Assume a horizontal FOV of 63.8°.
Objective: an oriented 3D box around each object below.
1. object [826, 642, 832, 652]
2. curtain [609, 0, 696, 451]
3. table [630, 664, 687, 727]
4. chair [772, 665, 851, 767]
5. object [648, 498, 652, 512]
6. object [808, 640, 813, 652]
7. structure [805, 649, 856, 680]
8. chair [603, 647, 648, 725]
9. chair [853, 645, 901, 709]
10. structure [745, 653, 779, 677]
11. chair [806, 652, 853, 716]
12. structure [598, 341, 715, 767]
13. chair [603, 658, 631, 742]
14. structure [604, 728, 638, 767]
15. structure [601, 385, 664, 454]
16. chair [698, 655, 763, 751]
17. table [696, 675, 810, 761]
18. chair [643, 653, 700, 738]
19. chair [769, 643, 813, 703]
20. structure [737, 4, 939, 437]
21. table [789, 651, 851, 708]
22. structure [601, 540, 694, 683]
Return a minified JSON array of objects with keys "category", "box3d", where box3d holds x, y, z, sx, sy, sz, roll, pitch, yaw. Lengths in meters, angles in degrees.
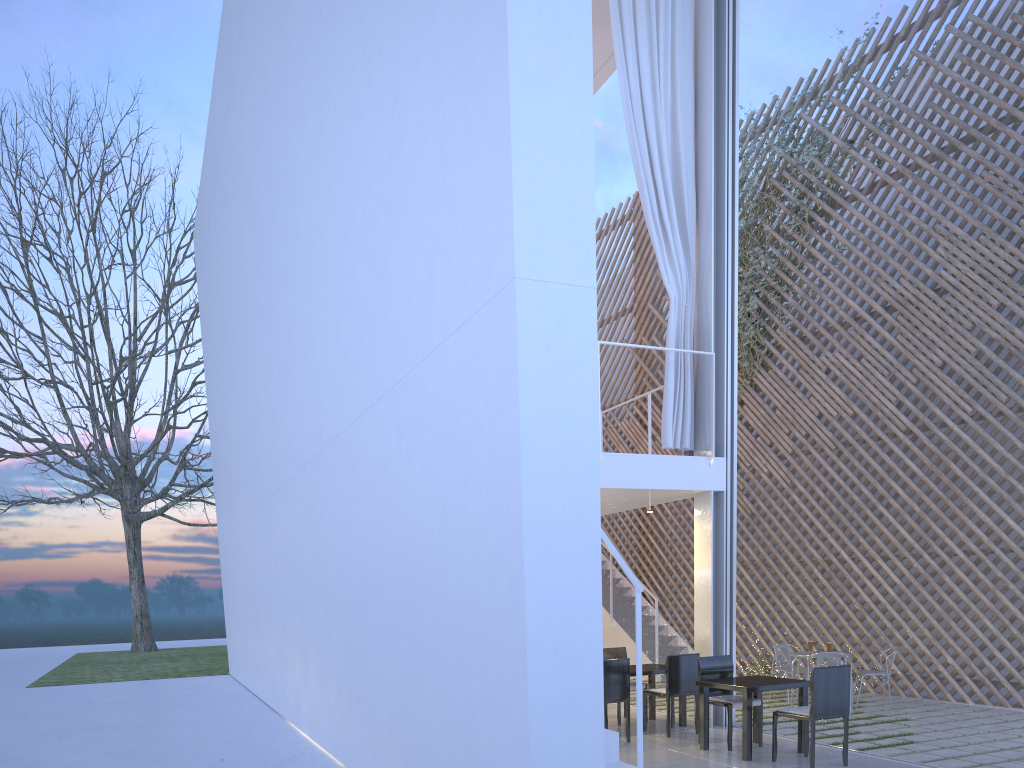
[{"category":"object","box3d":[1.889,1.572,4.901,0.032,0.077,0.030,0,5,21]},{"category":"curtain","box3d":[0.685,-0.880,3.998,0.508,2.437,0.095,-5,8,-26]},{"category":"table","box3d":[0.466,1.691,4.392,0.914,0.329,0.357,3,-6,-23]},{"category":"chair","box3d":[1.225,1.362,3.387,0.190,0.440,0.237,-4,3,-24]},{"category":"object","box3d":[-0.382,1.189,4.939,1.670,0.809,1.888,3,-12,-26]},{"category":"object","box3d":[1.848,1.623,5.092,0.032,0.077,0.030,0,5,21]},{"category":"structure","box3d":[2.204,1.985,5.697,0.294,0.323,0.320,0,-4,-39]},{"category":"chair","box3d":[0.626,1.711,4.668,0.190,0.440,0.237,-4,3,-24]},{"category":"chair","box3d":[2.188,1.752,4.942,0.250,0.381,0.259,-2,1,16]},{"category":"structure","box3d":[1.925,2.178,6.284,0.266,0.260,0.266,-1,-4,-16]},{"category":"chair","box3d":[1.808,1.700,4.688,0.263,0.382,0.245,-2,1,21]},{"category":"structure","box3d":[0.686,0.524,3.282,1.358,1.792,1.452,-2,-1,-24]},{"category":"chair","box3d":[0.441,1.566,4.078,0.190,0.440,0.237,-4,3,-24]},{"category":"structure","box3d":[0.201,0.093,3.800,1.716,3.304,3.714,-3,-4,-25]},{"category":"structure","box3d":[0.690,0.400,5.082,0.027,0.546,1.743,-5,-10,-25]},{"category":"chair","box3d":[1.021,1.487,3.846,0.190,0.440,0.237,-4,3,-24]},{"category":"table","box3d":[1.079,1.492,3.695,0.358,0.331,0.357,0,-4,-24]},{"category":"chair","box3d":[0.816,1.595,4.240,0.190,0.440,0.237,-4,3,-24]},{"category":"chair","box3d":[1.808,1.864,5.328,0.261,0.382,0.247,-2,1,-24]},{"category":"structure","box3d":[1.932,-0.751,5.983,0.730,2.729,2.382,-6,1,-33]},{"category":"table","box3d":[1.873,1.803,5.018,0.351,0.333,0.348,-4,-4,28]},{"category":"structure","box3d":[0.610,1.645,7.271,1.172,1.961,1.987,-3,-2,-31]}]
